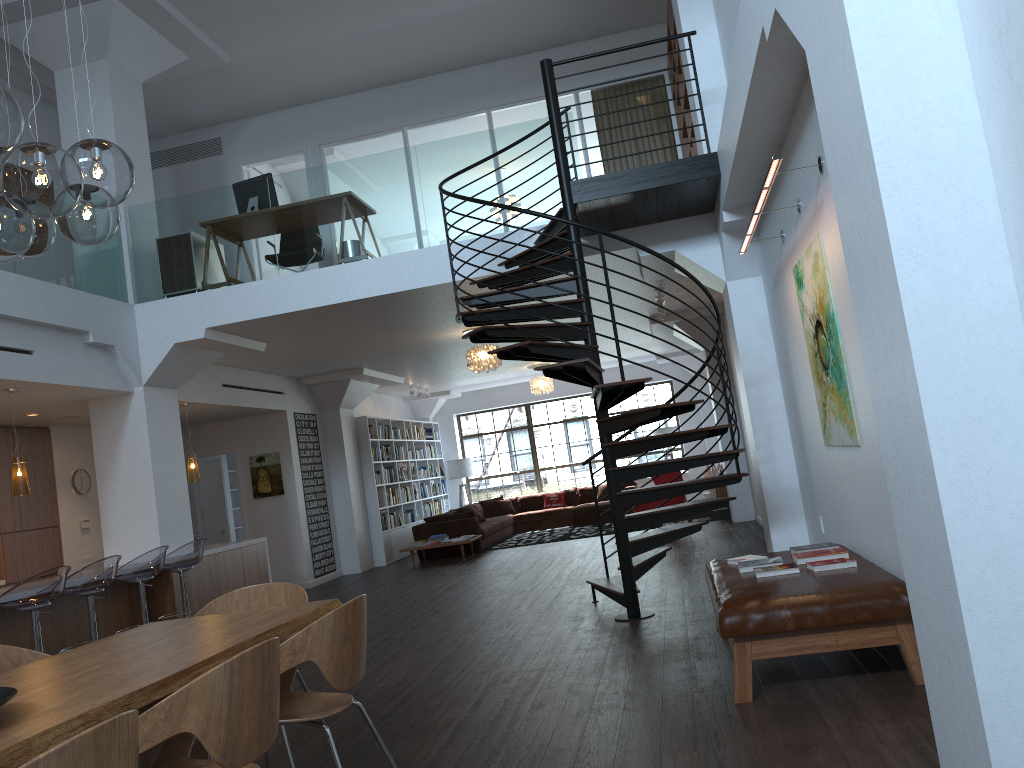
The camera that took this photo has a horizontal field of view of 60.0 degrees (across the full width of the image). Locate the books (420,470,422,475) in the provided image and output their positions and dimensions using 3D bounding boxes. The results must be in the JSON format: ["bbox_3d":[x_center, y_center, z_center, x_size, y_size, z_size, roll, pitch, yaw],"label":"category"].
[{"bbox_3d":[-1.784,1.744,17.007,0.107,0.167,0.016,-9,-5,9],"label":"books"}]

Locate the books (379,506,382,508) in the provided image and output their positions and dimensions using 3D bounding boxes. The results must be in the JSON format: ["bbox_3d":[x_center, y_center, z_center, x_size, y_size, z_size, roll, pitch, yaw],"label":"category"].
[{"bbox_3d":[-2.229,2.010,14.435,0.197,0.035,0.284,-8,-5,-1],"label":"books"}]

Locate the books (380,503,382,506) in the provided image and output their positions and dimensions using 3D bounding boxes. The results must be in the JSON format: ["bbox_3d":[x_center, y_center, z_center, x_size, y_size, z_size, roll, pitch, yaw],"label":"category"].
[{"bbox_3d":[-2.234,1.976,14.439,0.197,0.033,0.284,-7,-6,-15],"label":"books"}]

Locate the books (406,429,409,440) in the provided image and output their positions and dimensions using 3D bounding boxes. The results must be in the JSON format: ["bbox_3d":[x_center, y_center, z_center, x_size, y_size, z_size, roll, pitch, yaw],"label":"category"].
[{"bbox_3d":[-2.033,0.938,16.511,0.174,0.236,0.136,-9,-5,9],"label":"books"}]

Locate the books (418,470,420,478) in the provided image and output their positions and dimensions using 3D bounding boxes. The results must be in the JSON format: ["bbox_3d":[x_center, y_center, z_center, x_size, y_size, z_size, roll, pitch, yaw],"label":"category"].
[{"bbox_3d":[-1.830,1.729,16.868,0.134,0.184,0.029,-9,-5,9],"label":"books"}]

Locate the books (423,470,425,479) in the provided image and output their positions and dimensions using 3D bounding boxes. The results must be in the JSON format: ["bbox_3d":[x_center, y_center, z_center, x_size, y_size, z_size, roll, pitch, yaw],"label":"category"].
[{"bbox_3d":[-1.766,1.752,17.176,0.128,0.178,0.022,-9,-5,9],"label":"books"}]

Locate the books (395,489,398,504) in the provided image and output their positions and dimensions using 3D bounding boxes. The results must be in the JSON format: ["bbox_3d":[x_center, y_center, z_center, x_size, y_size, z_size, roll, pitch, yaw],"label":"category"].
[{"bbox_3d":[-2.070,1.954,15.262,0.183,0.253,0.034,-9,-5,9],"label":"books"}]

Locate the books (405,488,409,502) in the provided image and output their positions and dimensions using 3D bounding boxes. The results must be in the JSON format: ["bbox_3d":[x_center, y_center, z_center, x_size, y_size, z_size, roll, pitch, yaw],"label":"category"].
[{"bbox_3d":[-1.951,1.996,15.888,0.183,0.253,0.034,-9,-5,9],"label":"books"}]

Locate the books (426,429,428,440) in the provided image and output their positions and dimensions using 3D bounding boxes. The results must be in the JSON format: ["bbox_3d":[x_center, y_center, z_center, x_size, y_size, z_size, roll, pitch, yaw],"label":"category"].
[{"bbox_3d":[-1.798,1.023,17.874,0.183,0.253,0.042,-9,-5,9],"label":"books"}]

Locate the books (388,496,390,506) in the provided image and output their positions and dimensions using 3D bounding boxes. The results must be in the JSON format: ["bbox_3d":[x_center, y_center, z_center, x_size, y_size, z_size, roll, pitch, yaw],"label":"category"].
[{"bbox_3d":[-2.132,1.947,14.851,0.144,0.207,0.048,-9,-5,9],"label":"books"}]

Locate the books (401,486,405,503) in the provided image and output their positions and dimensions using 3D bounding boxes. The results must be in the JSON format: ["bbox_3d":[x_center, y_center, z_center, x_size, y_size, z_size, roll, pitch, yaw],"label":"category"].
[{"bbox_3d":[-2.002,1.963,15.657,0.176,0.290,0.053,-9,-5,9],"label":"books"}]

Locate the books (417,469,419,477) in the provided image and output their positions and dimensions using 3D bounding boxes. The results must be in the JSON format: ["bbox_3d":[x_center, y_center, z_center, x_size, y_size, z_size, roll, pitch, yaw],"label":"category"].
[{"bbox_3d":[-1.841,1.716,16.804,0.127,0.200,0.020,-9,-5,9],"label":"books"}]

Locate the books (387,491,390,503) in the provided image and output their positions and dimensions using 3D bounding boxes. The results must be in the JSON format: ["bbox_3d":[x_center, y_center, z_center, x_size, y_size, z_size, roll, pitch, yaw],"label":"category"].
[{"bbox_3d":[-2.142,1.936,14.898,0.159,0.241,0.038,-9,-5,9],"label":"books"}]

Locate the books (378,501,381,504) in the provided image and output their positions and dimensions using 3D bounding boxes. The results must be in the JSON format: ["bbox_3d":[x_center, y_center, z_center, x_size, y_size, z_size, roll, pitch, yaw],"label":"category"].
[{"bbox_3d":[-2.242,1.944,14.437,0.174,0.032,0.254,-9,-5,4],"label":"books"}]

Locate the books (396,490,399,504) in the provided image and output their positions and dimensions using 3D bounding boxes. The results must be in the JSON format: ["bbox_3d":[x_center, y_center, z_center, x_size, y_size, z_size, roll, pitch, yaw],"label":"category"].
[{"bbox_3d":[-2.067,1.967,15.334,0.174,0.240,0.045,-9,-5,9],"label":"books"}]

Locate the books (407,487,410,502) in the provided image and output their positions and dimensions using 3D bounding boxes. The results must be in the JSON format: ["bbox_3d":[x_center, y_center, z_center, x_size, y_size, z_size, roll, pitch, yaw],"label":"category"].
[{"bbox_3d":[-1.944,2.000,15.971,0.180,0.259,0.060,-9,-5,9],"label":"books"}]

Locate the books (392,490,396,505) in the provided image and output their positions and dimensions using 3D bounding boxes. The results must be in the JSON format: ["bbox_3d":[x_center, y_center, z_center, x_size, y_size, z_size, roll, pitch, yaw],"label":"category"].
[{"bbox_3d":[-2.091,1.949,15.148,0.171,0.246,0.057,-9,-5,9],"label":"books"}]

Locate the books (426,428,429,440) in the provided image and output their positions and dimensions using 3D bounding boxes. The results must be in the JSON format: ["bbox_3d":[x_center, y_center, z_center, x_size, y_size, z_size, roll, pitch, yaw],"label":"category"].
[{"bbox_3d":[-1.790,1.026,17.917,0.183,0.253,0.042,-9,-5,9],"label":"books"}]

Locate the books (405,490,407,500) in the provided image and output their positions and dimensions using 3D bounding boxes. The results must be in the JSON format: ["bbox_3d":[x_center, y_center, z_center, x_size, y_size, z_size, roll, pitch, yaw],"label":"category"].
[{"bbox_3d":[-1.964,2.006,15.814,0.161,0.223,0.027,-9,-5,9],"label":"books"}]

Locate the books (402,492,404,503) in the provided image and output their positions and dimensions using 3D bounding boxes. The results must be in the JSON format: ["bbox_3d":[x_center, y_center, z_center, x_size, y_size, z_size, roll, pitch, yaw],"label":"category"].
[{"bbox_3d":[-1.995,1.992,15.614,0.161,0.223,0.026,-9,-5,9],"label":"books"}]

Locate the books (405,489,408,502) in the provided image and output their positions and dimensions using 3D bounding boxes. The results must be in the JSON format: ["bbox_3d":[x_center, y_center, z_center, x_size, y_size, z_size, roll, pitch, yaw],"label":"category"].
[{"bbox_3d":[-1.967,2.002,15.850,0.174,0.240,0.045,-9,-5,9],"label":"books"}]

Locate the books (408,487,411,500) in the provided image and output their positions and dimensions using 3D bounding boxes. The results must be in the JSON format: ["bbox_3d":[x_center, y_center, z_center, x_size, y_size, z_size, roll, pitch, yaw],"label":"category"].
[{"bbox_3d":[-1.932,2.010,16.068,0.183,0.253,0.034,-9,-5,9],"label":"books"}]

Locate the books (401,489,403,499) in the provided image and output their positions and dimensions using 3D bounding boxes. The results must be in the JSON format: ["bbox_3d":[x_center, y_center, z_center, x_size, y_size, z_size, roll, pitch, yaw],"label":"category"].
[{"bbox_3d":[-2.004,1.977,15.590,0.160,0.250,0.026,-9,-5,9],"label":"books"}]

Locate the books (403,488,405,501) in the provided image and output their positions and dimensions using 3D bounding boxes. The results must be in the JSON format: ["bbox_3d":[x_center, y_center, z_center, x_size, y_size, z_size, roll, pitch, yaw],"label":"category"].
[{"bbox_3d":[-1.990,1.984,15.697,0.183,0.253,0.034,-9,-5,9],"label":"books"}]

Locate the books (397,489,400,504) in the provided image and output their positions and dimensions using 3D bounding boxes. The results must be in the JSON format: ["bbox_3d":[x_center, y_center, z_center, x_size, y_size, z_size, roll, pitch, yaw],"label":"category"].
[{"bbox_3d":[-2.046,1.962,15.396,0.183,0.253,0.034,-9,-5,9],"label":"books"}]

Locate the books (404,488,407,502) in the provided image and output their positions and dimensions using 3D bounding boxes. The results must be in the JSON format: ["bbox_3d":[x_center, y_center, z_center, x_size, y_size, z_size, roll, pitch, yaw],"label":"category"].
[{"bbox_3d":[-1.975,1.992,15.774,0.171,0.246,0.057,-9,-5,9],"label":"books"}]

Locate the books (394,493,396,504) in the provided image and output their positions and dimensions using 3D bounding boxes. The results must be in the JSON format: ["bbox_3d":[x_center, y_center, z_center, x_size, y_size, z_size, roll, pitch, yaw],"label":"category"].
[{"bbox_3d":[-2.087,1.961,15.195,0.168,0.231,0.037,-9,-5,9],"label":"books"}]

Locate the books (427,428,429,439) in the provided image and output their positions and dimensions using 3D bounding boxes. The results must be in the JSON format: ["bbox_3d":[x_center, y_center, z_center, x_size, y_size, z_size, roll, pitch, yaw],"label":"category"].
[{"bbox_3d":[-1.785,1.029,17.960,0.183,0.253,0.042,-9,-5,9],"label":"books"}]

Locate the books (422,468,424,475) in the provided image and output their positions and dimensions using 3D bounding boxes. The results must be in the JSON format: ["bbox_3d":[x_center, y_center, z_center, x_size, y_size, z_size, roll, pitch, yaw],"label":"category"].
[{"bbox_3d":[-1.778,1.741,17.158,0.127,0.200,0.020,-9,-5,9],"label":"books"}]

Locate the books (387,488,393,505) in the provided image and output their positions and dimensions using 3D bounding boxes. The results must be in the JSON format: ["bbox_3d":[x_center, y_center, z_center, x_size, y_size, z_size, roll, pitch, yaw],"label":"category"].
[{"bbox_3d":[-2.122,1.920,15.027,0.176,0.290,0.053,-9,-5,9],"label":"books"}]

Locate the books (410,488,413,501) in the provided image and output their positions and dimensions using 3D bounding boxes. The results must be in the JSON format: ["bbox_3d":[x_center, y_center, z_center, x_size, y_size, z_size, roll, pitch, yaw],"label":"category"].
[{"bbox_3d":[-1.912,2.029,16.171,0.168,0.231,0.037,-9,-5,9],"label":"books"}]

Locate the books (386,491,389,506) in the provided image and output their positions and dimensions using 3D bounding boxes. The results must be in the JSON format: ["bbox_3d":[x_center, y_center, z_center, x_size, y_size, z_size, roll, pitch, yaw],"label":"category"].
[{"bbox_3d":[-2.163,1.922,14.759,0.189,0.247,0.057,-9,-5,9],"label":"books"}]

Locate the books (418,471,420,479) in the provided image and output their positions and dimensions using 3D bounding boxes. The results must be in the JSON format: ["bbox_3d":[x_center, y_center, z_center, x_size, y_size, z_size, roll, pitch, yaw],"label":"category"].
[{"bbox_3d":[-1.828,1.729,16.842,0.128,0.178,0.020,-9,-5,9],"label":"books"}]

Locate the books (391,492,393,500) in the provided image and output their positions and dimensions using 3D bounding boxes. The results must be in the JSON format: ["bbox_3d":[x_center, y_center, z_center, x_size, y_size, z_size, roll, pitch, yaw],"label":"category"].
[{"bbox_3d":[-2.109,1.956,15.063,0.161,0.223,0.026,-9,-5,9],"label":"books"}]

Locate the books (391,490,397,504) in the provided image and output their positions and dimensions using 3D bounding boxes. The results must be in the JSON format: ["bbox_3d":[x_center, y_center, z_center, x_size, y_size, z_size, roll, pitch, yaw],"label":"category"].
[{"bbox_3d":[-2.079,1.952,15.230,0.183,0.253,0.034,-9,-5,9],"label":"books"}]

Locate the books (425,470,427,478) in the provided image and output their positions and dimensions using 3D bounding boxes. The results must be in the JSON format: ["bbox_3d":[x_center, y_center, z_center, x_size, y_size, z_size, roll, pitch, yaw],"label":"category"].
[{"bbox_3d":[-1.734,1.767,17.320,0.120,0.167,0.020,-9,-5,9],"label":"books"}]

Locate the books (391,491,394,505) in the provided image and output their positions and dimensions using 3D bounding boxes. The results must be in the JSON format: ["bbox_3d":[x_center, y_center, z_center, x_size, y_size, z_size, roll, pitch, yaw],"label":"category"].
[{"bbox_3d":[-2.122,1.953,15.101,0.174,0.240,0.045,-9,-5,9],"label":"books"}]

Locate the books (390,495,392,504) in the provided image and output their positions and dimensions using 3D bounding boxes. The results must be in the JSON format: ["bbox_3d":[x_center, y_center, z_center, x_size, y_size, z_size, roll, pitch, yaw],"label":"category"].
[{"bbox_3d":[-2.122,1.950,14.984,0.161,0.223,0.027,-9,-5,9],"label":"books"}]

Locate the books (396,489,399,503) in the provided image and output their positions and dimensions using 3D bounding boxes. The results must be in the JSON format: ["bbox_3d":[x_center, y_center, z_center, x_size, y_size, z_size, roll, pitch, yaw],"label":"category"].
[{"bbox_3d":[-2.053,1.963,15.367,0.160,0.250,0.026,-9,-5,9],"label":"books"}]

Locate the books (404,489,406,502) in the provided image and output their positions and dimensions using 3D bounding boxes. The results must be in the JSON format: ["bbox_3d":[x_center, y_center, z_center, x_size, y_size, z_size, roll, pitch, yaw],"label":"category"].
[{"bbox_3d":[-1.981,1.985,15.730,0.183,0.253,0.034,-9,-5,9],"label":"books"}]

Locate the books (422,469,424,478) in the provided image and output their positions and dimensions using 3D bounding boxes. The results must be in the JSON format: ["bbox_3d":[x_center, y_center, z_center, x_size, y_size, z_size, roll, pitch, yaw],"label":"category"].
[{"bbox_3d":[-1.782,1.740,17.124,0.136,0.196,0.045,-9,-5,9],"label":"books"}]

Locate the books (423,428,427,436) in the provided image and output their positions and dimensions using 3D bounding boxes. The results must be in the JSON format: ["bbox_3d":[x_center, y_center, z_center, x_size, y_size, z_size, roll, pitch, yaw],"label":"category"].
[{"bbox_3d":[-1.812,1.021,17.832,0.183,0.253,0.042,-9,-5,9],"label":"books"}]

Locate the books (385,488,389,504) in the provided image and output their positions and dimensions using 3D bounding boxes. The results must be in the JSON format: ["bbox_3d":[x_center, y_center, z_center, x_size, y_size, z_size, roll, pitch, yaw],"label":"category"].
[{"bbox_3d":[-2.141,1.898,14.809,0.140,0.298,0.044,-9,-5,9],"label":"books"}]

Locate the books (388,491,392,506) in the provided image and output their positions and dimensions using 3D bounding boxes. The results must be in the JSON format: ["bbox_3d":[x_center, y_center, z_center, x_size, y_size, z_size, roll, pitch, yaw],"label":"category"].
[{"bbox_3d":[-2.131,1.936,14.943,0.171,0.246,0.057,-9,-5,9],"label":"books"}]

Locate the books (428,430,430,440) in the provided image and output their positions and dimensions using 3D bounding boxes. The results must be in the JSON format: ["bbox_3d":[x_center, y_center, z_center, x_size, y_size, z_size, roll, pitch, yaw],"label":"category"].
[{"bbox_3d":[-1.775,1.032,18.003,0.183,0.253,0.042,-9,-5,9],"label":"books"}]

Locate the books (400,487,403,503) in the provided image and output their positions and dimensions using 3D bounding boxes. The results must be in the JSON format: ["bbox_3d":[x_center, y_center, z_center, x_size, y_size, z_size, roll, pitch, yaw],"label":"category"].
[{"bbox_3d":[-2.028,1.959,15.549,0.198,0.284,0.066,-9,-5,9],"label":"books"}]

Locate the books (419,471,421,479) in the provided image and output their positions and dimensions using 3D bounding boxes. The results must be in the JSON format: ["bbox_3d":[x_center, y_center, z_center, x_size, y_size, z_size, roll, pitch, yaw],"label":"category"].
[{"bbox_3d":[-1.802,1.746,16.923,0.110,0.153,0.018,-9,-5,9],"label":"books"}]

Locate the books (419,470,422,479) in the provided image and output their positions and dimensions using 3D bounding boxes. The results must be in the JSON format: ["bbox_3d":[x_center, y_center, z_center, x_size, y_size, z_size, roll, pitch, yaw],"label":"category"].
[{"bbox_3d":[-1.799,1.742,16.960,0.120,0.167,0.019,-9,-5,9],"label":"books"}]

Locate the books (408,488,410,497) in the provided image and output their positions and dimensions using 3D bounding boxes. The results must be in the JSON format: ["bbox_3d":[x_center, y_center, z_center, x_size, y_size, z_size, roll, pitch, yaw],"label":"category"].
[{"bbox_3d":[-1.932,2.006,16.012,0.160,0.250,0.026,-9,-5,9],"label":"books"}]

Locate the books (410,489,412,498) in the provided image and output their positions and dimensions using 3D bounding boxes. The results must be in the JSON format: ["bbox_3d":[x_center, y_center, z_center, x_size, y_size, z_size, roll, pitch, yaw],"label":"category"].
[{"bbox_3d":[-1.906,2.028,16.138,0.161,0.223,0.026,-9,-5,9],"label":"books"}]

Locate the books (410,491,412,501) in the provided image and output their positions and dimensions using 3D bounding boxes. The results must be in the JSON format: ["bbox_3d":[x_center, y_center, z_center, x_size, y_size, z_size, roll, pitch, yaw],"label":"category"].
[{"bbox_3d":[-1.924,2.020,16.105,0.174,0.240,0.045,-9,-5,9],"label":"books"}]

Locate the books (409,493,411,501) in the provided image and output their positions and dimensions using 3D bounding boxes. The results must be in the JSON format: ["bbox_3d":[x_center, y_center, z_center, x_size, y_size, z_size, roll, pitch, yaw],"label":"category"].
[{"bbox_3d":[-1.927,2.022,16.036,0.161,0.223,0.027,-9,-5,9],"label":"books"}]

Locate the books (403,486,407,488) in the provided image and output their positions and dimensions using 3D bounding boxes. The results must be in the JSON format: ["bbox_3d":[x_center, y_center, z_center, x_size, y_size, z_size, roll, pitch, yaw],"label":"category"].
[{"bbox_3d":[-1.956,1.981,15.925,0.176,0.290,0.036,-9,-5,9],"label":"books"}]

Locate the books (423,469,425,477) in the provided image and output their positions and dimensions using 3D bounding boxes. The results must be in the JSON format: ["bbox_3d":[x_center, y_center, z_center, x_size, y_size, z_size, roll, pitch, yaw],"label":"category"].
[{"bbox_3d":[-1.764,1.754,17.197,0.128,0.178,0.021,-9,-5,9],"label":"books"}]

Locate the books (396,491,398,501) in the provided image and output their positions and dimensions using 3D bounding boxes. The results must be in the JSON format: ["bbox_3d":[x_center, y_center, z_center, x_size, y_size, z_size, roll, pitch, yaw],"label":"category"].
[{"bbox_3d":[-2.068,1.956,15.295,0.183,0.253,0.034,-9,-5,9],"label":"books"}]
